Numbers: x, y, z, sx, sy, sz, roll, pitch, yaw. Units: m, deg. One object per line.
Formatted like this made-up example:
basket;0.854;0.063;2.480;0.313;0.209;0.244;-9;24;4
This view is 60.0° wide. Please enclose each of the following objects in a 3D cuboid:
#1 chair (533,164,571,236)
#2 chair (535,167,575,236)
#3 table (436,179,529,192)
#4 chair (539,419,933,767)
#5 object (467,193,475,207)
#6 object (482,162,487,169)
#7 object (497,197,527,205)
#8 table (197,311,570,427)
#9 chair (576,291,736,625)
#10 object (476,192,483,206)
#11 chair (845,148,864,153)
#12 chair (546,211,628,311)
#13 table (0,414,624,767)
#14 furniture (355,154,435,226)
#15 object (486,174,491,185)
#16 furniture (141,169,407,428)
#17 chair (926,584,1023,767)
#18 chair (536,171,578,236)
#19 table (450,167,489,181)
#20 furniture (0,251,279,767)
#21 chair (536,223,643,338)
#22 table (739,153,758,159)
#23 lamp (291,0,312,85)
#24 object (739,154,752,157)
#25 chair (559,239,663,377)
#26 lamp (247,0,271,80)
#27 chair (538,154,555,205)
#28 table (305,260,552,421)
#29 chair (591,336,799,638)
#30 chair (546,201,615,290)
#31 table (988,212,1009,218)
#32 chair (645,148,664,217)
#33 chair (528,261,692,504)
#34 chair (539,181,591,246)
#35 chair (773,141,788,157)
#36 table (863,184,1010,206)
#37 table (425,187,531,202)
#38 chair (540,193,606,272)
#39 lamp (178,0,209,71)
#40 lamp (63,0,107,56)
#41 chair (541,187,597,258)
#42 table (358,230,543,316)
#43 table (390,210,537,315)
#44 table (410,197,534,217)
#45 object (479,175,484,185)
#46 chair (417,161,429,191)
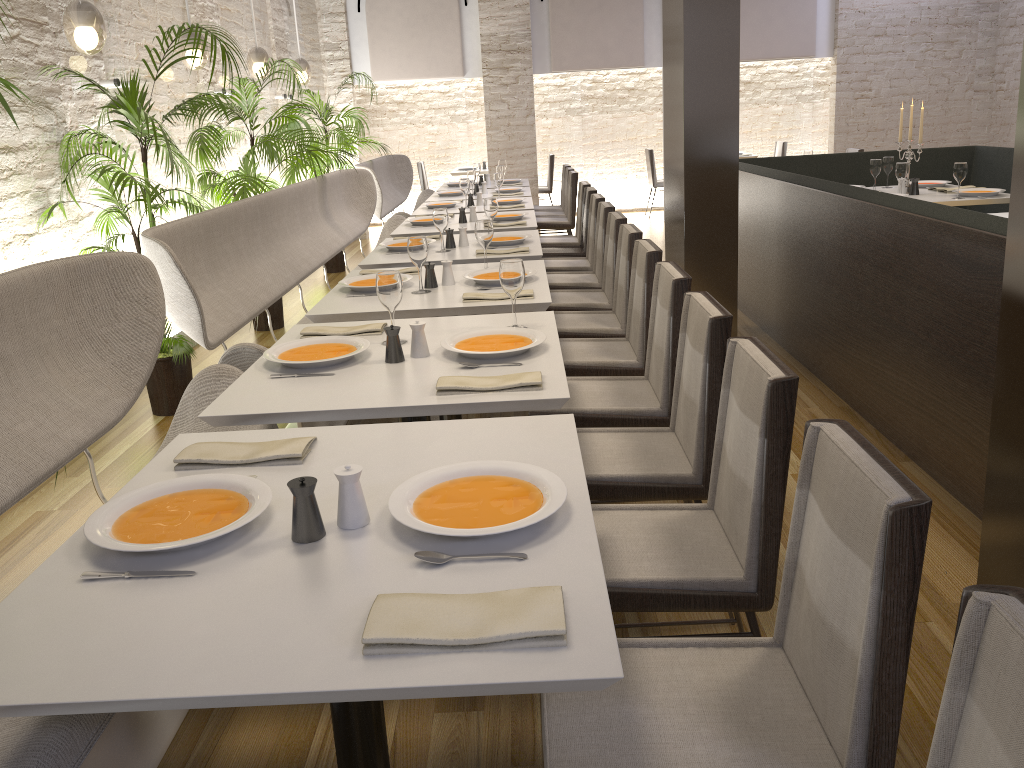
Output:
chair;0.366;-1.880;9.526;0.565;0.896;0.416;-3;15;1
chair;0.364;-1.710;8.968;0.565;0.896;0.416;-3;15;1
table;-0.269;-1.740;9.431;0.936;0.752;1.021;-3;16;1
chair;0.330;0.556;1.496;0.565;0.896;0.416;-3;15;1
object;-0.331;-1.475;7.085;0.059;0.108;0.060;8;19;35
object;-0.376;-2.973;12.035;0.059;0.108;0.060;-2;15;3
object;-0.036;-1.472;7.154;0.322;0.036;0.324;10;21;37
table;-0.299;0.272;2.796;0.936;0.752;1.021;-3;16;1
chair;0.335;0.215;2.619;0.565;0.896;0.416;-3;15;1
object;-0.260;-1.492;7.128;0.059;0.108;0.060;8;19;35
chair;3.423;-2.051;9.515;0.565;0.896;0.416;-3;15;1
chair;0.345;-0.455;4.829;0.565;0.896;0.416;-3;15;1
table;-0.304;0.605;1.700;0.936;0.752;1.021;-3;16;1
furniture;-1.034;-1.733;8.979;0.707;1.086;2.612;-3;17;1
object;-0.251;-2.151;9.299;0.059;0.108;0.060;8;19;35
furniture;-1.050;-0.655;5.422;0.709;1.086;4.524;-3;17;1
chair;0.328;0.722;0.949;0.565;0.896;0.416;-3;15;1
chair;0.361;-1.546;8.425;0.565;0.896;0.416;-3;15;1
table;-0.324;-2.579;12.210;0.936;0.752;1.021;-3;16;1
furniture;-1.070;0.707;0.933;0.709;1.086;4.524;-3;17;1
chair;0.343;-0.290;4.283;0.565;0.896;0.416;-3;15;1
table;2.773;-2.739;12.154;0.936;0.752;1.021;-3;16;1
lamp;-1.973;-3.714;7.872;0.178;2.020;0.179;-9;16;-19
object;3.013;-3.017;11.701;0.273;0.032;0.144;-3;17;1
chair;0.340;-0.125;3.741;0.565;0.896;0.416;-3;15;1
lamp;-1.979;-3.307;6.530;0.178;2.020;0.179;-9;16;-19
chair;0.324;-2.680;12.175;0.565;0.896;0.416;-3;15;1
table;-0.294;-0.069;3.922;0.936;0.752;1.021;-3;16;1
chair;0.333;0.381;2.070;0.565;0.896;0.416;-3;15;1
chair;0.348;-0.629;5.401;0.565;0.896;0.416;-3;15;1
table;2.772;-0.234;3.889;1.100;0.752;2.566;-3;17;1
chair;2.125;-2.773;12.142;0.565;0.896;0.416;-3;15;1
chair;0.338;0.049;3.166;0.565;0.896;0.416;-3;15;1
chair;0.355;-1.132;7.061;0.565;0.896;0.416;-3;15;1
chair;3.435;-2.840;12.118;0.565;0.896;0.416;-3;15;1
table;2.783;-0.984;6.362;1.100;0.752;1.201;-3;16;1
table;-0.274;-1.405;8.328;0.936;0.752;1.021;-3;16;1
chair;0.350;-0.796;5.952;0.565;0.896;0.416;-3;15;1
lamp;-1.986;-2.891;5.160;0.178;2.020;0.179;-7;15;-13
lamp;-1.992;-2.479;3.803;0.178;2.020;0.179;3;16;21
chair;0.353;-0.969;6.522;0.565;0.896;0.416;-3;15;1
table;-0.289;-0.410;5.046;0.936;0.752;1.021;-3;16;1
table;-0.284;-0.753;6.179;0.936;0.752;1.021;-3;16;1
table;-0.279;-1.082;7.261;0.936;0.752;1.021;-3;16;1
object;-0.321;-2.134;9.256;0.059;0.108;0.060;8;19;35
chair;-0.986;-2.612;12.199;0.565;0.896;0.416;-3;15;1
